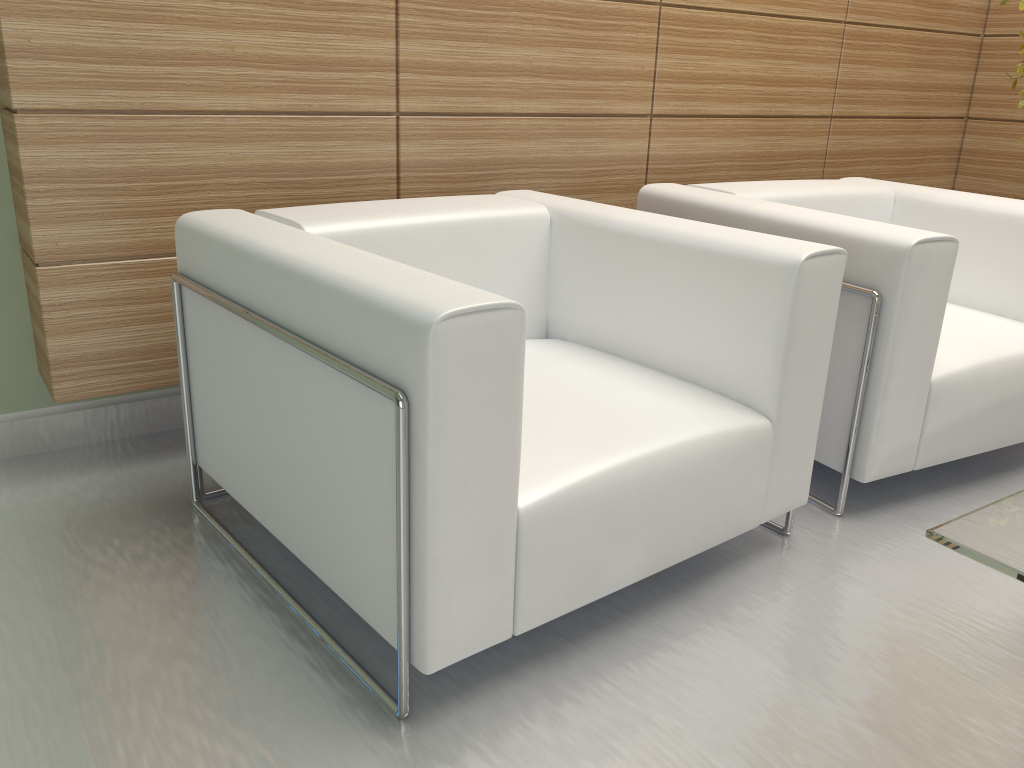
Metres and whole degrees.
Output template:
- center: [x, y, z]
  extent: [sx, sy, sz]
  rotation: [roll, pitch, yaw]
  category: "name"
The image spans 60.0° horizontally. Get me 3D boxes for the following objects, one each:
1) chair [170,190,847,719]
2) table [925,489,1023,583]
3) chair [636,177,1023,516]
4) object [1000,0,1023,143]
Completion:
- center: [-0.054, 0.002, 3.474]
  extent: [1.894, 1.234, 1.802]
  rotation: [-13, 24, -37]
  category: "chair"
- center: [2.388, 0.786, 2.156]
  extent: [2.197, 0.742, 1.783]
  rotation: [-11, 23, -32]
  category: "table"
- center: [1.886, -0.357, 4.705]
  extent: [1.894, 1.234, 1.769]
  rotation: [-8, 22, -28]
  category: "chair"
- center: [3.289, -1.236, 5.324]
  extent: [1.201, 2.565, 1.116]
  rotation: [10, 21, 22]
  category: "object"
